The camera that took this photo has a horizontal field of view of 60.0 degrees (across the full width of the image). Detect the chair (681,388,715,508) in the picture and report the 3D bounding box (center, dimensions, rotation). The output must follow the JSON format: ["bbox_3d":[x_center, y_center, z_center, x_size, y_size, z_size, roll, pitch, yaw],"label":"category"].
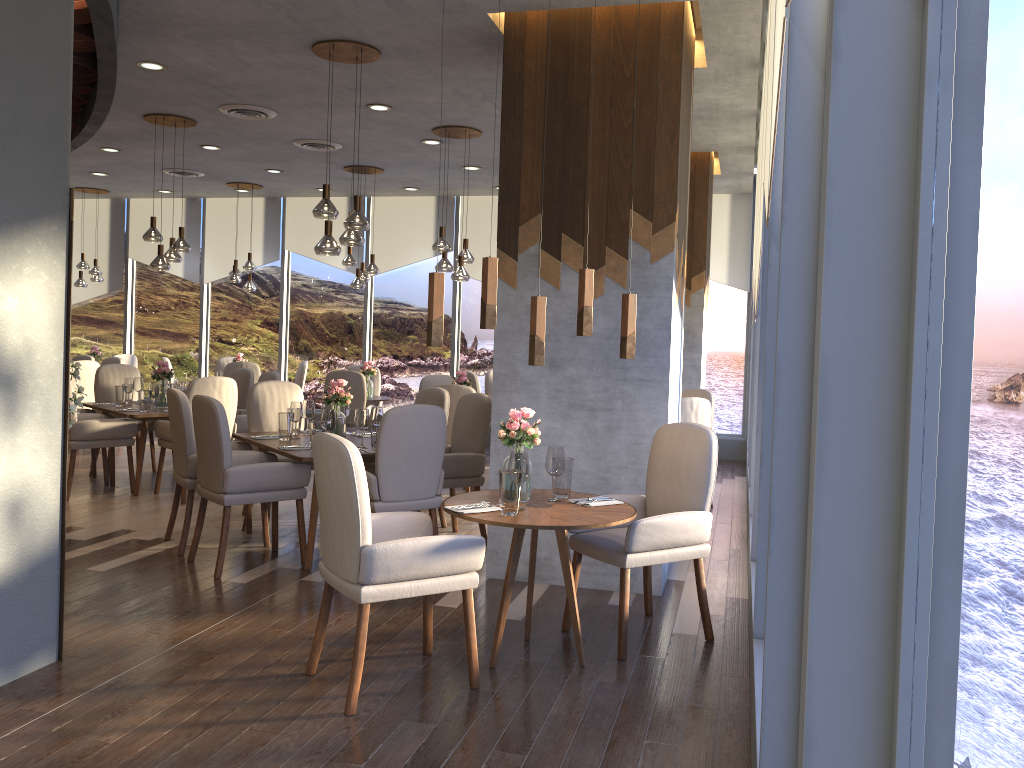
[{"bbox_3d":[1.383,0.539,7.566,0.599,0.999,0.529,1,2,-32],"label":"chair"}]

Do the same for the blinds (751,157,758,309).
[{"bbox_3d":[2.753,-2.211,9.986,0.007,2.679,1.174,2,1,15],"label":"blinds"}]

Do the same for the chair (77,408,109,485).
[{"bbox_3d":[-3.821,0.358,7.608,0.599,0.999,0.529,1,2,-39],"label":"chair"}]

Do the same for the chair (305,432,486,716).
[{"bbox_3d":[-0.477,0.685,3.506,0.599,0.999,0.529,1,2,-32],"label":"chair"}]

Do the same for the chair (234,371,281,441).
[{"bbox_3d":[-2.446,0.381,8.069,0.599,0.999,0.529,1,2,-39],"label":"chair"}]

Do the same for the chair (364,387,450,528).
[{"bbox_3d":[-0.794,0.524,6.406,0.599,0.999,0.529,1,2,-37],"label":"chair"}]

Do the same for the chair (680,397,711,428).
[{"bbox_3d":[1.158,0.577,6.685,0.528,0.999,0.600,1,2,-28],"label":"chair"}]

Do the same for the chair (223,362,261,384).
[{"bbox_3d":[-3.280,0.218,10.672,0.528,0.999,0.600,1,2,-22],"label":"chair"}]

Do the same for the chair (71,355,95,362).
[{"bbox_3d":[-5.325,0.155,10.527,0.528,0.999,0.600,3,2,29],"label":"chair"}]

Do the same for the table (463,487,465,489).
[{"bbox_3d":[-0.614,0.620,7.917,0.833,0.662,0.835,2,2,-11],"label":"table"}]

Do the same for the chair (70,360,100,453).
[{"bbox_3d":[-4.713,0.236,9.379,0.600,0.999,0.528,3,2,28],"label":"chair"}]

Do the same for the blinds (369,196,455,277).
[{"bbox_3d":[-1.296,-2.738,11.674,1.174,2.679,0.007,2,1,15],"label":"blinds"}]

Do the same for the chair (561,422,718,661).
[{"bbox_3d":[0.621,0.688,4.175,0.599,0.999,0.529,1,2,-33],"label":"chair"}]

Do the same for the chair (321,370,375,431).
[{"bbox_3d":[-1.726,0.343,9.293,0.528,0.999,0.600,2,2,-4],"label":"chair"}]

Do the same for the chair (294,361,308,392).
[{"bbox_3d":[-2.951,0.191,11.412,0.599,1.000,0.529,1,2,-19],"label":"chair"}]

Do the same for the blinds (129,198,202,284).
[{"bbox_3d":[-4.933,-2.768,12.627,1.174,2.679,0.007,2,1,15],"label":"blinds"}]

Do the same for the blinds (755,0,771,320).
[{"bbox_3d":[1.479,-1.733,5.161,0.007,2.679,1.174,2,1,15],"label":"blinds"}]

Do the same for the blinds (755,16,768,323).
[{"bbox_3d":[1.794,-1.766,6.367,0.007,2.679,1.174,2,1,15],"label":"blinds"}]

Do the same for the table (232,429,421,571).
[{"bbox_3d":[-1.176,0.708,5.798,0.964,0.665,1.308,0,3,-35],"label":"table"}]

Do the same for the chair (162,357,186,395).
[{"bbox_3d":[-4.056,0.172,11.057,0.599,1.000,0.529,1,2,-20],"label":"chair"}]

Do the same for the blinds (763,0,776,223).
[{"bbox_3d":[1.169,-1.974,3.933,0.007,2.679,1.174,2,1,15],"label":"blinds"}]

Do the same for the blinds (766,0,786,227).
[{"bbox_3d":[0.853,-1.900,2.726,0.007,2.679,1.174,2,1,15],"label":"blinds"}]

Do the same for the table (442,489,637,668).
[{"bbox_3d":[0.106,0.855,3.836,0.834,0.662,0.834,2,2,6],"label":"table"}]

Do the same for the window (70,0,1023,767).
[{"bbox_3d":[-0.510,-0.930,8.630,8.058,3.197,16.141,0,3,-30],"label":"window"}]

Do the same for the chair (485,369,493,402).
[{"bbox_3d":[-0.033,0.331,10.657,0.528,0.999,0.600,1,2,-32],"label":"chair"}]

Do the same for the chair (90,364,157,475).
[{"bbox_3d":[-3.696,0.319,8.447,0.528,0.999,0.600,1,2,-39],"label":"chair"}]

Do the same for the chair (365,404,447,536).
[{"bbox_3d":[-0.703,0.593,5.128,0.528,0.999,0.600,1,2,-37],"label":"chair"}]

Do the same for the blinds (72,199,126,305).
[{"bbox_3d":[-6.156,-2.390,12.951,1.174,2.679,0.007,2,1,15],"label":"blinds"}]

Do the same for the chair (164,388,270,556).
[{"bbox_3d":[-1.890,0.525,5.660,0.599,0.999,0.529,1,2,-32],"label":"chair"}]

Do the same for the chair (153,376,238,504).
[{"bbox_3d":[-2.562,0.421,7.224,0.528,0.999,0.600,0,2,-45],"label":"chair"}]

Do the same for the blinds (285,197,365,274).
[{"bbox_3d":[-2.517,-2.797,11.994,1.174,2.679,0.007,2,1,15],"label":"blinds"}]

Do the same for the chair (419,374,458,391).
[{"bbox_3d":[-0.678,0.421,8.473,0.528,0.999,0.600,2,2,-9],"label":"chair"}]

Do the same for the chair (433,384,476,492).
[{"bbox_3d":[-0.528,0.486,7.322,0.528,0.999,0.600,2,2,-8],"label":"chair"}]

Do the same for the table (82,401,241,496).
[{"bbox_3d":[-3.126,0.535,7.841,0.964,0.665,1.308,0,3,-42],"label":"table"}]

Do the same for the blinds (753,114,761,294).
[{"bbox_3d":[2.437,-2.160,8.777,0.007,2.679,1.174,2,1,15],"label":"blinds"}]

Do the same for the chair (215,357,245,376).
[{"bbox_3d":[-3.701,0.148,11.753,0.528,0.999,0.600,1,2,-23],"label":"chair"}]

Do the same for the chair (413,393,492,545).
[{"bbox_3d":[-0.478,0.559,5.938,0.599,0.999,0.529,1,2,-32],"label":"chair"}]

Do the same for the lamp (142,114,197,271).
[{"bbox_3d":[-3.029,-1.660,7.814,0.439,1.325,0.439,2,1,20],"label":"lamp"}]

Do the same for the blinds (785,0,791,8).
[{"bbox_3d":[0.537,-1.848,1.519,0.007,2.679,1.174,2,1,15],"label":"blinds"}]

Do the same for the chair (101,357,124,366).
[{"bbox_3d":[-4.844,0.187,10.229,0.528,0.999,0.600,3,2,34],"label":"chair"}]

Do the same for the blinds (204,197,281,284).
[{"bbox_3d":[-3.728,-2.710,12.311,1.174,2.679,0.007,2,1,15],"label":"blinds"}]

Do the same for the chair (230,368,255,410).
[{"bbox_3d":[-2.819,0.346,8.493,0.599,0.999,0.529,0,2,-44],"label":"chair"}]

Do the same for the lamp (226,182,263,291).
[{"bbox_3d":[-3.403,-1.849,11.222,0.439,1.325,0.439,2,1,8],"label":"lamp"}]

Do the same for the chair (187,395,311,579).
[{"bbox_3d":[-1.554,0.560,5.201,0.599,0.999,0.529,1,2,-39],"label":"chair"}]

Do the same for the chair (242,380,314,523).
[{"bbox_3d":[-1.661,0.490,6.476,0.528,0.999,0.600,1,2,-32],"label":"chair"}]

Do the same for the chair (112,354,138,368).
[{"bbox_3d":[-5.351,0.087,11.820,0.600,0.999,0.528,3,2,29],"label":"chair"}]

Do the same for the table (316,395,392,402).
[{"bbox_3d":[-1.765,0.479,9.870,0.833,0.662,0.835,1,2,-26],"label":"table"}]

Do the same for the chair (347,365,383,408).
[{"bbox_3d":[-1.788,0.281,10.452,0.528,0.999,0.600,2,2,-5],"label":"chair"}]

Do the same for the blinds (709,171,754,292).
[{"bbox_3d":[2.321,-2.459,10.730,1.174,2.679,0.007,2,1,15],"label":"blinds"}]

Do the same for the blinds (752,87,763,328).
[{"bbox_3d":[2.111,-1.824,7.574,0.007,2.679,1.174,2,1,15],"label":"blinds"}]

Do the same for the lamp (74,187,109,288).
[{"bbox_3d":[-5.743,-1.973,12.068,0.439,1.325,0.439,2,1,14],"label":"lamp"}]

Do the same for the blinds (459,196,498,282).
[{"bbox_3d":[-0.099,-2.384,11.365,1.174,2.679,0.007,2,1,15],"label":"blinds"}]

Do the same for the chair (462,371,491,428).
[{"bbox_3d":[-0.275,0.361,9.913,0.599,0.999,0.529,1,2,-29],"label":"chair"}]

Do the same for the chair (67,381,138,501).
[{"bbox_3d":[-3.429,0.392,7.195,0.529,0.999,0.599,3,2,43],"label":"chair"}]
